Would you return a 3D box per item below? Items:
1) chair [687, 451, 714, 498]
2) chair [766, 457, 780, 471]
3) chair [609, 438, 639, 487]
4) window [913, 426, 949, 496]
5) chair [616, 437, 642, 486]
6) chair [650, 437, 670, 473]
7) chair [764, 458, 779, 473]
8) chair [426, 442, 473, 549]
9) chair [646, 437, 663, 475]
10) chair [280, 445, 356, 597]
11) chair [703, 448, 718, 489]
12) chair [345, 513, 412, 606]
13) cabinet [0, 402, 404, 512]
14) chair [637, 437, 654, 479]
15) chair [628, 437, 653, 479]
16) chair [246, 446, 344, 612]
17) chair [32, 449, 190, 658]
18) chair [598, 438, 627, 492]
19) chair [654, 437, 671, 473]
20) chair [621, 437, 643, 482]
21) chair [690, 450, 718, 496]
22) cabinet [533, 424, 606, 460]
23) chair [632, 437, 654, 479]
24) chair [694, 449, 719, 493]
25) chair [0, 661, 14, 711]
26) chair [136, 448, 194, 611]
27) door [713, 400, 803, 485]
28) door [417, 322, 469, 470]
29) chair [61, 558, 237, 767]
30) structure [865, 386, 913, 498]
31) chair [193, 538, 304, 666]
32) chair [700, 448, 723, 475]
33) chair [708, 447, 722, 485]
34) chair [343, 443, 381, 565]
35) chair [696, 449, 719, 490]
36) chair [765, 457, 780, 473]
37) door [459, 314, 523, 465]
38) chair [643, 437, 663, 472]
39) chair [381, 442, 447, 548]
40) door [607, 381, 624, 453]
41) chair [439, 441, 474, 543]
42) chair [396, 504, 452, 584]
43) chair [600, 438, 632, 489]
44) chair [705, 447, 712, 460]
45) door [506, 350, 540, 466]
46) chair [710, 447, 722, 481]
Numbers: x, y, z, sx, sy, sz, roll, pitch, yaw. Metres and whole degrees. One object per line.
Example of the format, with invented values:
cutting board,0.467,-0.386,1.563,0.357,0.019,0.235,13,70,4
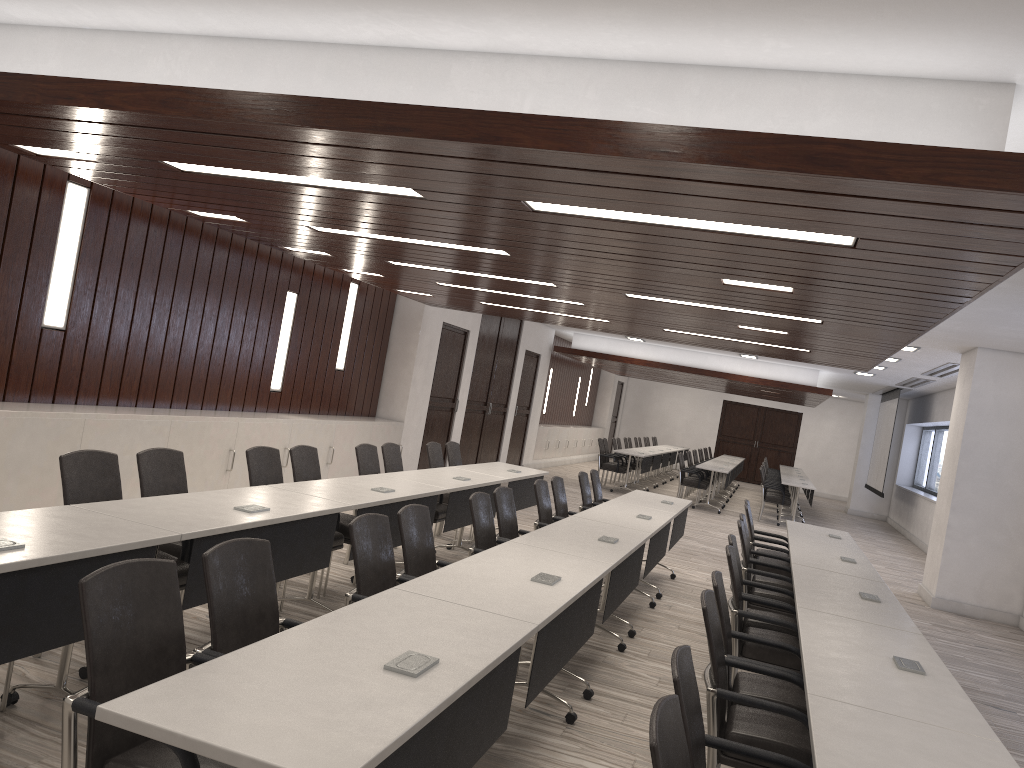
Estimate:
chair,3.892,1.900,18.357,0.638,0.939,0.513,10,0,17
chair,7.032,2.471,23.750,0.638,0.939,0.513,10,0,17
chair,2.308,1.623,18.302,0.638,0.939,0.513,10,0,16
window,7.997,1.427,15.579,0.118,1.419,10.453,10,0,17
chair,2.461,1.651,18.813,0.638,0.939,0.513,10,0,18
chair,4.042,1.949,24.123,0.638,0.939,0.513,10,0,17
chair,6.596,2.389,22.306,0.638,0.939,0.513,10,0,17
chair,-0.574,1.080,8.632,0.638,0.939,0.513,10,0,16
chair,3.751,1.894,23.173,0.638,0.939,0.513,10,0,17
chair,-1.284,0.946,6.221,0.638,0.939,0.513,10,0,16
chair,5.039,2.116,22.236,0.638,0.939,0.513,10,0,17
chair,-0.433,1.085,3.820,0.638,0.939,0.513,10,0,17
cabinet,-2.718,0.622,8.129,0.476,0.698,7.540,10,0,17
chair,3.328,1.815,21.712,0.638,0.939,0.513,10,0,16
chair,2.885,1.731,20.247,0.638,0.939,0.513,10,0,17
chair,-1.435,0.917,5.713,0.638,0.939,0.513,10,0,17
chair,-1.875,0.835,4.258,0.638,0.939,0.513,10,0,17
chair,1.880,1.542,16.841,0.638,0.939,0.513,10,0,18
chair,4.189,1.977,24.625,0.638,0.939,0.513,10,0,17
chair,2.731,1.702,19.752,0.638,0.939,0.513,10,0,17
chair,4.169,1.952,19.319,0.638,0.939,0.513,10,0,17
cabinet,1.395,1.397,21.943,0.476,0.698,7.540,10,0,17
chair,3.163,1.784,21.214,0.638,0.939,0.513,10,0,17
chair,4.313,1.979,19.814,0.638,0.939,0.513,10,0,18
chair,-2.148,0.783,3.318,0.638,0.939,0.513,10,0,16
chair,-1.729,0.862,4.772,0.638,0.939,0.513,10,0,17
door,7.325,1.812,26.587,2.329,2.323,0.200,10,0,17
door,-1.065,0.290,12.963,0.200,2.323,1.163,10,0,17
chair,-0.865,1.004,2.379,0.638,0.939,0.513,10,0,17
structure,8.038,1.199,19.242,0.438,2.329,3.550,10,0,17
chair,-0.719,1.031,2.873,0.638,0.939,0.513,10,0,17
chair,4.758,2.063,21.278,0.638,0.939,0.513,10,0,17
chair,5.482,2.199,23.687,0.638,0.939,0.513,10,0,17
chair,-0.999,1.000,7.172,0.638,0.939,0.513,10,0,17
chair,4.599,2.033,20.779,0.638,0.939,0.513,10,0,17
chair,6.875,2.441,23.254,0.638,0.939,0.513,10,0,18
door,-0.407,0.126,15.010,0.200,2.889,2.327,10,0,17
chair,3.602,1.866,22.670,0.638,0.939,0.513,10,0,16
chair,-0.865,1.025,7.675,0.638,0.939,0.513,10,0,16
door,3.024,1.060,26.700,0.200,2.323,1.163,10,0,17
chair,-0.424,1.108,9.139,0.638,0.939,0.513,10,0,16
chair,-0.294,1.112,4.321,0.638,0.939,0.513,10,0,17
chair,2.021,1.568,17.343,0.638,0.939,0.513,10,0,16
chair,5.194,2.145,22.731,0.638,0.939,0.513,10,0,17
door,0.152,0.519,17.050,0.200,2.323,1.163,10,0,17
chair,5.614,2.224,24.188,0.638,0.939,0.513,10,0,16
